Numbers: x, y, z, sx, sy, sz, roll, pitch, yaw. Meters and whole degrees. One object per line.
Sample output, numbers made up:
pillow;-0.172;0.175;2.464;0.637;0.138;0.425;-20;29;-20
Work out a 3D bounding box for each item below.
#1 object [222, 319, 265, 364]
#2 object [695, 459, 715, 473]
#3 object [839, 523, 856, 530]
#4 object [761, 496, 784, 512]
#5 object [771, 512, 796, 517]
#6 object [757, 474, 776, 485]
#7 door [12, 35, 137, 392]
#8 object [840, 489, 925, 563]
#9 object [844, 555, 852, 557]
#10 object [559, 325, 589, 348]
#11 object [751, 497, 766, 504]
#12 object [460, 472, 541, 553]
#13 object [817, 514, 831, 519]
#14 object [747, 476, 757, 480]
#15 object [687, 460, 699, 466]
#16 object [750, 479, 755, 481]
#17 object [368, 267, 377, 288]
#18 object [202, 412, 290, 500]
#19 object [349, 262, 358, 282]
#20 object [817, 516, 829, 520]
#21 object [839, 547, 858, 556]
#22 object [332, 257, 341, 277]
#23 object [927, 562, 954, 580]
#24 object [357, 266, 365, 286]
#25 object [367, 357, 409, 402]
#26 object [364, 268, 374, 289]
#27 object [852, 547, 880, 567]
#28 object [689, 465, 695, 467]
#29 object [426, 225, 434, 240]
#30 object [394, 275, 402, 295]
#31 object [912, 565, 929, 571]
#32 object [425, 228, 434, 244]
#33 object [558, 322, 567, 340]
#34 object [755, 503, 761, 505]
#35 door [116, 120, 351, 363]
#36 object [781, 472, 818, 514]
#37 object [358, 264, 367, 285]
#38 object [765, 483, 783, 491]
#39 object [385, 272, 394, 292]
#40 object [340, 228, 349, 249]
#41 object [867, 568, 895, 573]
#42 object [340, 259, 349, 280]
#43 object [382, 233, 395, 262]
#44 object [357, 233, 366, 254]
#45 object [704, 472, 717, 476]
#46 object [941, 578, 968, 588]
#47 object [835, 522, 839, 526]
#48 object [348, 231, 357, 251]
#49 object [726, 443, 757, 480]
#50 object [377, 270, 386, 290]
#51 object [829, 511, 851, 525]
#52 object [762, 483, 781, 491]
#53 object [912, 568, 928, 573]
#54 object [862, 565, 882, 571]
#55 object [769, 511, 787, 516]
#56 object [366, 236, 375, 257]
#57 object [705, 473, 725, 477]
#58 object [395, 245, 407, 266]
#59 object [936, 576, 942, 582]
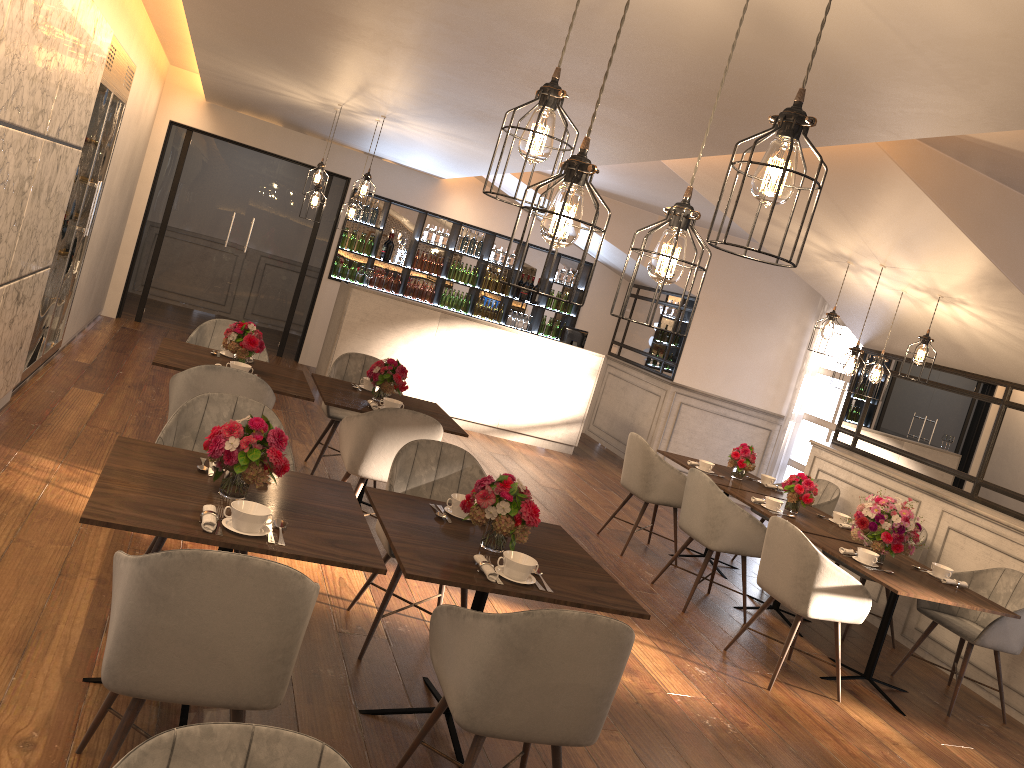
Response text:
object;-1.619;-0.247;5.374;0.233;0.300;0.308;12;6;-44
object;1.495;0.638;6.831;0.149;0.072;0.148;19;6;23
object;2.338;0.990;6.115;0.175;0.039;0.056;14;6;-19
object;1.765;0.816;5.987;0.149;0.072;0.148;19;6;23
object;1.809;0.870;5.888;0.196;0.015;0.043;14;7;-23
object;2.038;0.773;7.065;0.149;0.072;0.148;19;6;23
door;-3.196;-1.277;6.590;0.133;2.461;1.873;16;4;-20
object;2.231;0.851;5.280;0.417;0.424;0.409;14;5;-31
object;2.024;1.010;5.187;0.191;0.024;0.025;14;5;-19
object;0.712;-0.479;10.225;0.406;0.328;0.131;12;6;-42
object;1.726;0.809;6.095;0.175;0.039;0.056;14;6;-19
object;-0.036;0.467;3.299;0.306;0.300;0.234;18;4;13
object;2.248;0.951;6.323;0.196;0.015;0.043;14;7;-23
object;1.978;0.773;7.167;0.196;0.015;0.043;14;7;-23
object;1.456;0.631;6.939;0.175;0.039;0.056;14;6;-19
object;1.981;0.784;7.132;0.210;0.004;0.022;14;7;-19
object;-1.724;-1.330;11.006;0.065;0.261;0.066;14;4;-41
object;-0.908;0.238;3.013;0.305;0.300;0.235;17;4;2
object;-1.946;-1.387;10.926;0.065;0.261;0.066;14;4;-41
object;2.251;0.962;6.288;0.210;0.004;0.022;14;7;-19
object;2.007;0.995;5.216;0.175;0.039;0.056;14;6;-19
object;-2.147;-1.439;10.853;0.065;0.261;0.066;14;4;-41
object;2.589;1.136;5.342;0.149;0.072;0.148;19;6;23
object;-1.578;-1.123;9.213;0.065;0.207;0.066;15;4;-28
object;-0.809;-0.038;5.676;0.307;0.300;0.233;19;5;28
object;-1.502;-1.104;9.246;0.065;0.207;0.147;15;5;-28
object;2.046;1.001;5.108;0.149;0.072;0.148;19;6;23
object;1.473;0.647;6.910;0.191;0.024;0.025;14;5;-19
object;-1.019;-1.899;11.113;0.069;0.208;0.040;15;3;-20
object;-1.422;-1.253;11.116;0.065;0.261;0.066;14;4;-41
object;2.529;1.137;5.444;0.196;0.015;0.043;14;7;-23
object;-1.029;-1.864;11.115;0.069;0.189;0.041;15;4;-20
object;0.686;-0.710;11.880;0.065;0.261;0.066;14;4;-41
object;1.743;0.825;6.066;0.191;0.024;0.025;14;5;-19
door;-3.271;-1.639;10.507;2.096;2.327;0.276;15;4;-19
object;1.981;0.741;6.147;0.234;0.300;0.306;17;5;-1
object;-1.845;-1.361;10.962;0.065;0.261;0.066;14;4;-41
object;2.068;0.812;6.959;0.175;0.039;0.056;14;6;-19
object;-1.523;-1.279;11.079;0.065;0.261;0.066;14;4;-41
object;-2.043;-1.785;10.833;0.065;0.261;0.066;14;4;-41
object;2.090;1.056;5.009;0.196;0.015;0.043;14;7;-23
object;-2.046;-1.413;10.889;0.065;0.261;0.066;14;4;-41
object;-1.522;-1.701;11.018;0.105;0.358;0.103;20;5;42
object;-1.842;-1.733;10.906;0.065;0.261;0.066;14;4;-41
object;1.533;0.692;6.768;0.210;0.004;0.022;14;7;-19
object;2.619;1.175;5.236;0.175;0.039;0.056;14;6;-19
object;2.316;0.987;6.144;0.191;0.024;0.025;14;5;-19
object;-1.943;-1.759;10.870;0.065;0.261;0.066;14;4;-41
object;1.801;0.593;6.940;0.236;0.300;0.304;19;5;27
object;-1.623;-1.304;11.043;0.065;0.261;0.066;14;4;-41
object;2.308;0.951;6.221;0.149;0.072;0.148;19;6;23
object;2.046;0.809;6.989;0.191;0.024;0.025;14;5;-19
object;2.532;1.148;5.409;0.210;0.004;0.022;14;7;-19
object;2.084;1.056;5.045;0.210;0.004;0.022;14;7;-19
object;1.803;0.870;5.924;0.210;0.004;0.022;14;7;-19
object;-1.741;-1.707;10.943;0.065;0.261;0.066;14;4;-41
object;1.538;0.692;6.732;0.196;0.015;0.043;14;7;-23
object;-1.380;-1.623;11.070;0.109;0.281;0.108;18;4;26
object;2.598;1.173;5.266;0.191;0.024;0.025;14;5;-19
